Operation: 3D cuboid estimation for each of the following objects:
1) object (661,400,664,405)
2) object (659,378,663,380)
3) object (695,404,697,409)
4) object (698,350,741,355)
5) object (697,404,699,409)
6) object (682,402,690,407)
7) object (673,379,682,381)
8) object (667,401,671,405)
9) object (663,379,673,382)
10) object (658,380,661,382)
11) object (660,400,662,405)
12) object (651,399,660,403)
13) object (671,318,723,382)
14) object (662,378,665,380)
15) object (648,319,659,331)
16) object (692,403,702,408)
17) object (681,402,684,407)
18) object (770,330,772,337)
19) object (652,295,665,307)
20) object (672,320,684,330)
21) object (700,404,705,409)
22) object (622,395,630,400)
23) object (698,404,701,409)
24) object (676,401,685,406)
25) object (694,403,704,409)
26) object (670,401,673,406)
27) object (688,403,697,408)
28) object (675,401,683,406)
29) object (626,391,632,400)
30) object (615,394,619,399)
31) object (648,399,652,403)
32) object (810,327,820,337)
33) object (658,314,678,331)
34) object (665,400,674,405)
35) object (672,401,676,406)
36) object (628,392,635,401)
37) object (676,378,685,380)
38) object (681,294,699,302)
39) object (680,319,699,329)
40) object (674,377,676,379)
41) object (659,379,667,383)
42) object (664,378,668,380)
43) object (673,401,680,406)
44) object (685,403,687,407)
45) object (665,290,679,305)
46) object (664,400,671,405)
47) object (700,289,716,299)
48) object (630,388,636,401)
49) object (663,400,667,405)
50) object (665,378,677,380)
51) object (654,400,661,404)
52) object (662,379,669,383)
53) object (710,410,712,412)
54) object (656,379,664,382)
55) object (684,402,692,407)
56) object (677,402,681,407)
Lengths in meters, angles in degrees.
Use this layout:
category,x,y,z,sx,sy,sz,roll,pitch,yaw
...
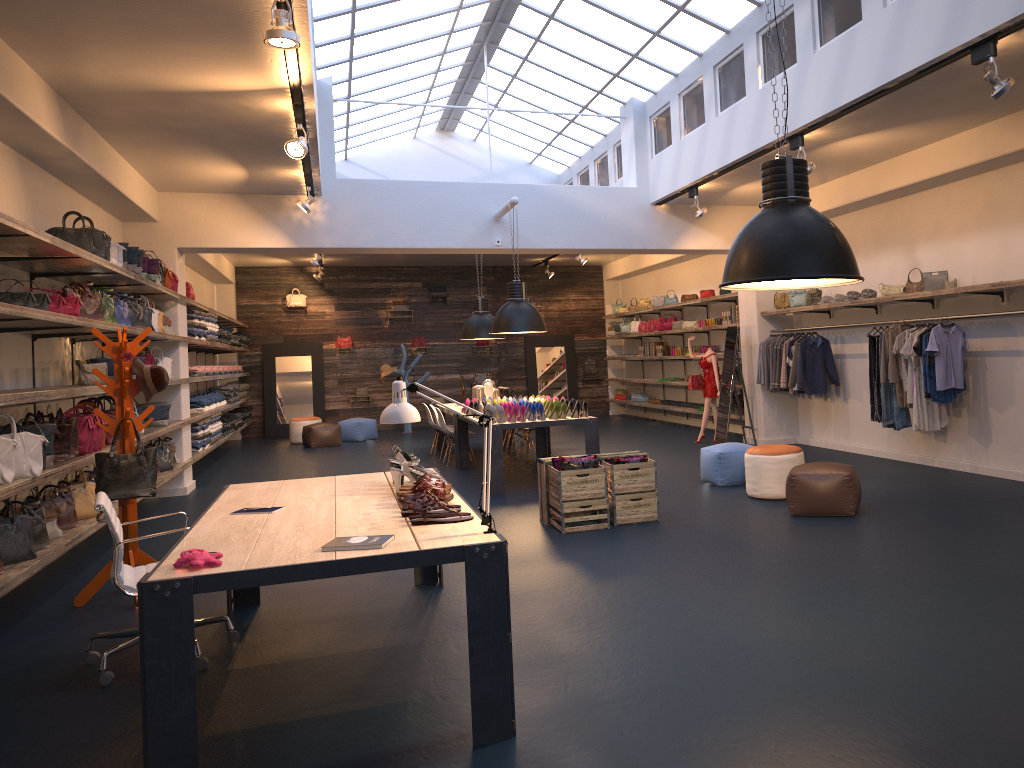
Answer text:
category,x,y,z,sx,sy,sz,roll,pitch,yaw
object,3.058,0.363,17.240,0.196,0.088,0.062,-3,0,-18
object,2.978,-0.093,16.922,0.246,0.063,0.080,-3,1,-14
object,3.387,0.399,15.623,0.184,0.088,0.066,-2,0,5
object,3.568,-0.521,14.527,0.504,0.060,1.450,-3,2,-12
object,3.401,0.400,15.557,0.184,0.088,0.066,-2,0,5
object,3.268,0.386,16.212,0.180,0.088,0.068,-2,0,11
object,3.143,-0.064,16.658,0.249,0.058,0.078,-3,1,-23
object,3.110,0.369,16.980,0.196,0.088,0.062,-3,0,-18
object,2.975,-0.056,16.599,0.249,0.058,0.078,-3,1,-23
object,2.936,-0.062,16.859,0.249,0.058,0.078,-3,1,-23
object,3.044,0.362,17.304,0.196,0.088,0.062,-3,0,-18
object,2.968,0.350,17.803,0.227,0.083,0.219,-3,1,-26
object,3.360,-0.571,15.762,0.476,1.137,2.565,-2,1,-11
object,3.023,-0.092,16.842,0.245,0.068,0.080,-3,0,-12
object,2.823,-1.170,17.286,0.146,0.250,0.292,-1,0,-43
object,3.361,0.396,15.752,0.187,0.088,0.065,-2,0,-2
object,3.255,0.384,16.276,0.182,0.088,0.067,-2,0,7
object,3.806,-0.679,12.693,0.454,0.220,0.009,-3,-1,-19
object,2.897,-1.628,17.103,0.258,0.230,0.084,-2,-1,26
object,3.114,-1.101,16.275,0.248,0.176,0.112,-2,0,36
object,3.427,0.403,15.429,0.181,0.088,0.068,-2,0,10
object,2.575,0.296,19.524,0.209,0.118,0.094,-2,0,18
object,3.414,0.402,15.494,0.183,0.088,0.067,-2,0,6
object,3.204,0.379,16.522,0.196,0.088,0.062,-3,0,-18
object,3.374,0.397,15.689,0.188,0.088,0.065,-2,0,-3
object,3.151,0.373,16.780,0.196,0.088,0.062,-3,0,-18
object,3.320,0.391,15.955,0.175,0.088,0.070,-2,0,24
object,3.191,0.378,16.585,0.196,0.088,0.062,-3,0,-18
object,2.626,0.224,19.308,0.193,0.280,0.061,-2,-2,13
object,2.473,0.289,19.914,0.210,0.118,0.094,-2,0,17
object,2.935,0.344,18.053,0.215,0.083,0.232,-2,1,-4
object,4.046,-0.657,11.610,0.454,0.220,0.009,-3,-1,-19
object,3.011,-1.191,16.789,0.367,0.338,0.281,-2,0,-27
object,3.097,0.368,17.046,0.196,0.088,0.062,-3,0,-18
object,3.165,0.375,16.717,0.196,0.088,0.062,-3,0,-18
object,2.654,0.226,19.187,0.199,0.280,0.059,-2,-2,3
object,3.227,-0.098,16.730,0.257,0.068,0.077,-3,1,-38
object,3.225,-1.552,15.643,0.368,0.141,0.395,-2,1,-4
object,3.214,-1.088,15.771,0.341,0.175,0.245,-2,1,26
object,3.181,-0.098,16.811,0.256,0.073,0.078,-3,1,-40
object,2.940,-0.059,16.769,0.249,0.058,0.078,-3,1,-23
object,3.013,-0.091,16.752,0.244,0.064,0.082,-3,1,-12
object,3.178,0.376,16.652,0.196,0.088,0.062,-3,0,-18
object,3.295,0.389,16.081,0.179,0.088,0.068,-2,0,14
object,3.030,-1.642,16.481,0.262,0.283,0.101,-2,-1,18
object,3.084,0.366,17.108,0.196,0.088,0.062,-3,0,-18
object,3.344,-1.538,14.853,0.264,0.149,0.119,-2,0,18
object,2.679,0.229,19.049,0.193,0.280,0.061,-2,-2,13
object,3.071,0.365,17.175,0.196,0.088,0.062,-3,0,-18
object,3.058,-0.089,16.671,0.245,0.068,0.081,-3,0,-12
object,2.978,0.358,17.546,0.226,0.083,0.219,-3,1,-25
object,2.971,-0.058,16.689,0.249,0.058,0.078,-3,1,-23
object,3.408,0.467,14.645,0.249,0.058,0.078,-3,1,-23
object,2.911,-0.063,16.944,0.249,0.058,0.078,-3,1,-23
object,3.282,0.387,16.148,0.179,0.088,0.068,-2,0,14
object,3.217,0.380,16.457,0.196,0.088,0.062,-3,0,-18
